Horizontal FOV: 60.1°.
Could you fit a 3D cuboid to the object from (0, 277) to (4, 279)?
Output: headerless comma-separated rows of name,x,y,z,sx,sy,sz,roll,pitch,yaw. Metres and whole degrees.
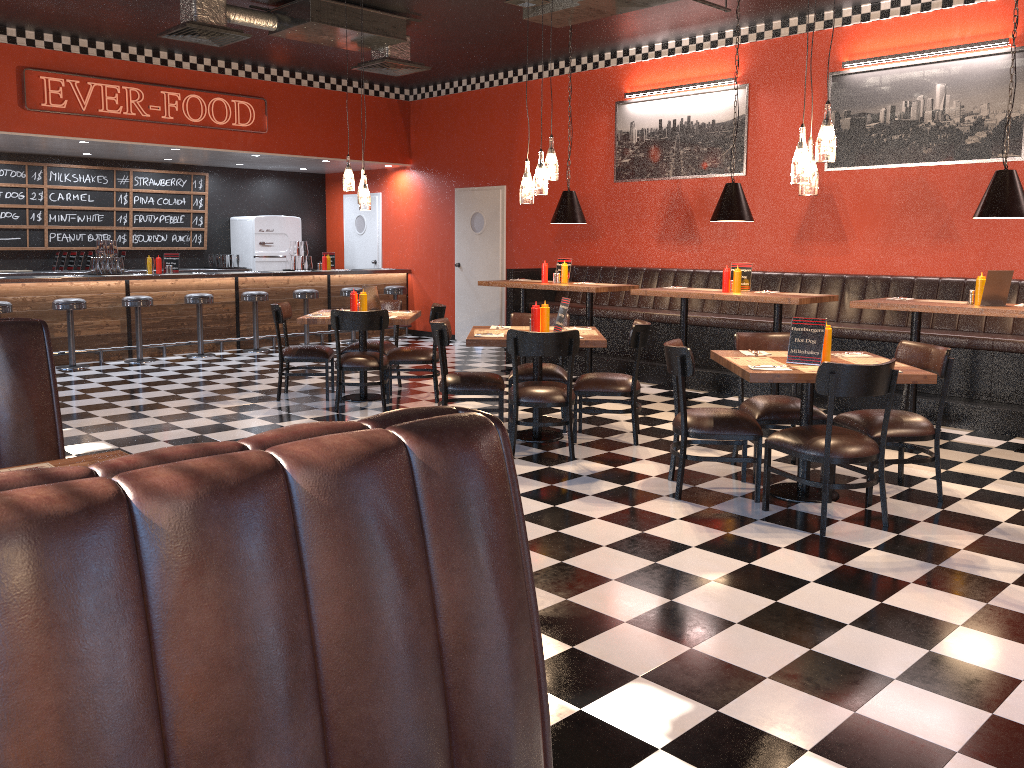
object,-5.668,-1.174,9.750,0.158,0.019,0.256,-7,12,-38

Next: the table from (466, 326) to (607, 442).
table,0.168,0.004,6.556,0.960,0.770,0.962,0,8,0

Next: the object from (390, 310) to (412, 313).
object,-1.054,-0.675,8.248,0.255,0.019,0.158,0,9,-5

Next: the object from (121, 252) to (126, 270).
object,-5.552,-1.755,12.608,0.072,0.256,0.189,-5,9,-39

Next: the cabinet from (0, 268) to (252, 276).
cabinet,-6.072,-1.011,11.895,5.299,0.994,0.677,-9,12,-44

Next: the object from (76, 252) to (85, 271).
object,-5.952,-1.695,12.218,0.072,0.256,0.189,-5,9,-39

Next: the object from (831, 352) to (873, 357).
object,2.001,-0.178,5.286,0.255,0.019,0.158,-1,9,-6

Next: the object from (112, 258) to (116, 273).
object,-4.911,-1.462,10.961,0.105,0.208,0.106,0,7,0

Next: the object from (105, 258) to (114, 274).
object,-4.914,-1.437,10.805,0.105,0.208,0.106,0,7,0

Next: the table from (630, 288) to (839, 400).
table,1.945,-0.328,7.973,0.697,0.994,1.697,-7,11,-44

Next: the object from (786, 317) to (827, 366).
object,1.625,-0.236,4.889,0.188,0.256,0.072,6,9,35

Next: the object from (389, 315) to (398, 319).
object,-1.083,-0.588,7.706,0.157,0.019,0.256,1,9,1

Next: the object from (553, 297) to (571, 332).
object,0.365,-0.501,6.482,0.072,0.255,0.189,-1,8,-14

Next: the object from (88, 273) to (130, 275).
object,-4.945,-1.350,10.870,0.438,0.018,0.273,-9,13,-44

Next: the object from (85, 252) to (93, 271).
object,-5.872,-1.707,12.295,0.070,0.257,0.189,-6,10,-41

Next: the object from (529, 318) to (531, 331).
object,0.150,-0.446,6.512,0.047,0.135,0.094,1,8,5

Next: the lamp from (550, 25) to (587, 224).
lamp,0.594,-2.678,9.089,0.382,2.033,0.384,0,7,-3

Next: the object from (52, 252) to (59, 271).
object,-6.180,-1.661,12.001,0.070,0.257,0.190,-5,9,-37

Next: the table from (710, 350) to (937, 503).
table,1.709,0.252,5.079,0.960,0.770,0.962,0,8,0

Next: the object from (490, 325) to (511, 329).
object,-0.089,-0.438,6.819,0.157,0.019,0.256,1,9,3

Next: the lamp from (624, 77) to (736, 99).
lamp,1.836,-3.264,9.793,0.081,0.056,1.449,-8,12,-44

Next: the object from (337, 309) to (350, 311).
object,-1.605,-0.693,8.339,0.157,0.019,0.256,1,9,3

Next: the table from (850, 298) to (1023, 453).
table,3.422,-0.077,6.479,0.697,0.994,1.697,-7,11,-44

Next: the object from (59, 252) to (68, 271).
object,-6.110,-1.670,12.061,0.073,0.258,0.193,-6,10,-41

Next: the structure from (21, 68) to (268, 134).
structure,-4.234,-3.325,10.528,2.883,0.436,0.122,-9,11,-44

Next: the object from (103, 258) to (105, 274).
object,-4.995,-1.449,10.877,0.105,0.208,0.106,0,7,0

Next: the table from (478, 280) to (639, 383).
table,0.460,-0.580,9.476,0.697,0.994,1.697,-7,11,-44

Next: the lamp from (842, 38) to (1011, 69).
lamp,3.671,-2.953,7.937,0.081,0.056,1.449,-8,12,-44

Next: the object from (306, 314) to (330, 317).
object,-1.669,-0.602,7.773,0.255,0.019,0.158,1,9,4

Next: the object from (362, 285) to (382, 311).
object,-1.273,-0.766,8.057,0.188,0.256,0.072,6,9,35

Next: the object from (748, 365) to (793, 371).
object,1.396,-0.091,4.728,0.255,0.019,0.158,1,9,3

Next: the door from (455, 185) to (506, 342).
door,-0.468,-1.645,12.358,0.162,2.168,1.029,-6,10,-44

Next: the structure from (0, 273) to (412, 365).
structure,-4.072,-0.803,11.124,7.060,1.034,0.216,-9,11,-44

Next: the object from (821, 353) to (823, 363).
object,1.697,-0.233,4.929,0.068,0.236,0.068,-5,9,-39

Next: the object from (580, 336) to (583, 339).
object,0.406,-0.339,6.222,0.157,0.019,0.256,-1,9,-7

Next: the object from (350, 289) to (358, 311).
object,-1.412,-0.734,7.910,0.068,0.236,0.068,0,7,-2

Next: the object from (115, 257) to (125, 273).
object,-4.821,-1.450,10.885,0.105,0.208,0.106,0,7,0

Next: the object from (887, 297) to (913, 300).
object,3.069,-0.678,7.016,0.158,0.019,0.256,9,12,42

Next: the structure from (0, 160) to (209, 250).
structure,-6.257,-2.371,11.876,4.555,1.140,0.201,-8,11,-44

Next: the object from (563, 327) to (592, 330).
object,0.482,-0.427,6.773,0.255,0.019,0.158,1,9,2

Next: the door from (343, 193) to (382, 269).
door,-2.435,-1.979,14.349,0.162,2.168,1.029,-6,10,-44

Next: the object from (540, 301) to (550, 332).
object,0.240,-0.488,6.455,0.068,0.236,0.068,-5,9,-39

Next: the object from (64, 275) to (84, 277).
object,-5.112,-1.263,10.324,0.256,0.019,0.158,8,12,41

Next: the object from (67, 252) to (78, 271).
object,-6.031,-1.683,12.140,0.189,0.256,0.072,7,9,40

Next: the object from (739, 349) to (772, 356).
object,1.470,-0.188,5.330,0.157,0.019,0.256,1,9,2

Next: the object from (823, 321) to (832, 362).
object,1.765,-0.243,4.993,0.068,0.236,0.068,-5,9,-39

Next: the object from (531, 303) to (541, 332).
object,0.172,-0.479,6.391,0.068,0.236,0.068,-5,9,-39

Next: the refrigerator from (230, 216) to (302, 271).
refrigerator,-3.823,-1.726,13.902,0.805,1.794,0.852,-7,10,-44

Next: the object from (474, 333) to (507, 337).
object,-0.139,-0.350,6.268,0.255,0.019,0.158,0,9,0

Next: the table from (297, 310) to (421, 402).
table,-1.357,-0.251,8.078,0.956,0.770,0.966,0,8,0

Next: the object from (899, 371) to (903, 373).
object,1.952,-0.085,4.711,0.157,0.019,0.256,0,9,0

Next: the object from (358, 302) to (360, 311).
object,-1.362,-0.695,7.999,0.094,0.135,0.047,6,9,35

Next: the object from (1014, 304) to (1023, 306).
object,3.714,-0.569,6.366,0.158,0.019,0.256,9,12,42

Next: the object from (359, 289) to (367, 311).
object,-1.322,-0.729,7.884,0.068,0.236,0.068,-4,8,-30

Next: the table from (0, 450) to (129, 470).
table,-1.520,0.741,1.935,1.696,0.770,0.959,-8,12,-44
